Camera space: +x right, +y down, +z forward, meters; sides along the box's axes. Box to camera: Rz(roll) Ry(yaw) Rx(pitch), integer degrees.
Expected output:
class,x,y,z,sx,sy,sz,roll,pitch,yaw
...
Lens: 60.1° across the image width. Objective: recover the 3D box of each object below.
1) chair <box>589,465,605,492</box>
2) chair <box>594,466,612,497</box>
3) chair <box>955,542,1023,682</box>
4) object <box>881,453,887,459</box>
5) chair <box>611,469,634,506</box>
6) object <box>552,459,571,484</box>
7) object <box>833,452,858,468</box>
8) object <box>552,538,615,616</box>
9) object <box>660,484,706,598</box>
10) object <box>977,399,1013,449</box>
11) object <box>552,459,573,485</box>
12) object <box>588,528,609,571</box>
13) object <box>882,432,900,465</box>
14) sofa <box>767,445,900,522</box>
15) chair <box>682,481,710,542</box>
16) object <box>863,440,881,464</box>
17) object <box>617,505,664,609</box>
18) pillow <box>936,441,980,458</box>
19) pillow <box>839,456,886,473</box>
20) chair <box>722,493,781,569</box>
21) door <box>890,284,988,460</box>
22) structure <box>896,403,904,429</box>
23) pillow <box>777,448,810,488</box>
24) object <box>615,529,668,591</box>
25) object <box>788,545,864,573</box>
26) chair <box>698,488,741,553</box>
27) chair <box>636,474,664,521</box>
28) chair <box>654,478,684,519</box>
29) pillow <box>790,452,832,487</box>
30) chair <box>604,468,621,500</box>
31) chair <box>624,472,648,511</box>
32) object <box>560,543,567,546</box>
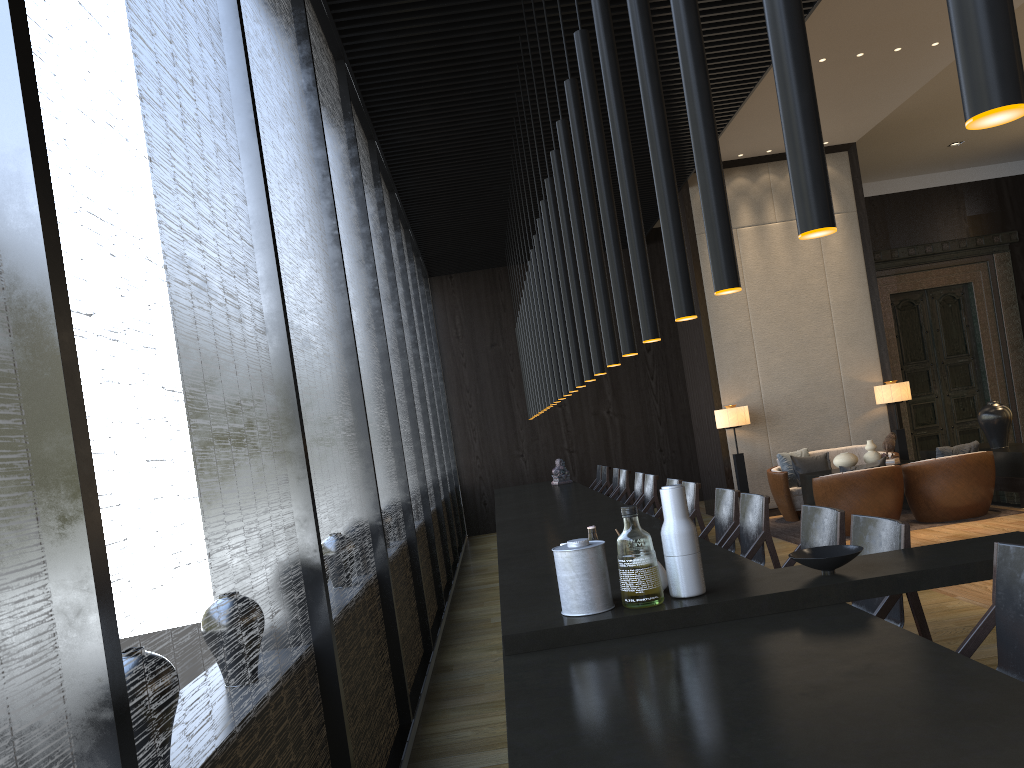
class,x,y,z,sx,sy,sz,roll,pitch,yaw
chair,1.052,1.530,11.916,0.563,0.826,0.526,-9,-1,-2
chair,1.065,1.491,11.341,0.563,0.826,0.526,-9,-1,-2
chair,1.270,0.874,2.311,0.563,0.826,0.526,-9,-1,-2
object,3.842,0.760,9.130,0.091,0.112,0.091,-7,-2,-39
chair,1.102,1.380,9.727,0.563,0.826,0.526,-9,-1,-2
object,0.606,1.105,11.271,0.210,0.313,0.163,-9,-1,23
object,3.439,0.794,9.124,0.244,0.168,0.246,-6,-4,-44
object,0.222,0.596,2.764,0.168,0.219,0.169,-8,-2,-6
object,0.524,0.487,2.764,0.113,0.344,0.113,-9,-1,-6
object,4.872,0.397,8.915,0.311,0.492,0.312,-8,-1,-13
object,0.608,1.090,11.020,0.207,0.310,0.162,-8,-1,-22
object,0.277,0.586,2.877,0.067,0.237,0.067,-9,-1,-8
object,3.828,0.654,8.994,0.175,0.309,0.228,-10,-2,44
sofa,3.570,1.081,9.852,1.448,0.693,0.603,-9,-2,-1
chair,1.175,1.160,6.499,0.563,0.826,0.526,-9,-1,-2
object,3.708,0.707,9.131,0.175,0.257,0.174,-9,-1,18
object,0.381,0.525,2.716,0.129,0.305,0.129,-8,-1,-16
pillow,4.041,0.718,8.030,0.399,0.362,0.222,-9,-1,-1
pillow,3.193,0.849,8.007,0.442,0.338,0.205,-9,-1,5
chair,1.211,1.051,4.912,0.563,0.826,0.526,-9,-1,-2
door,6.559,-0.129,13.585,1.287,2.695,0.052,-9,0,-1
structure,4.714,0.717,10.996,0.240,1.217,0.240,-9,0,-2
pillow,3.208,0.939,9.944,0.431,0.399,0.202,-8,-1,-23
object,0.433,0.573,2.885,0.135,0.217,0.136,-8,-1,-15
object,0.993,0.562,2.791,0.227,0.067,0.228,-9,-3,1
chair,1.198,1.091,5.487,0.563,0.826,0.526,-9,-1,-2
chair,1.138,1.270,8.113,0.563,0.826,0.526,-9,-1,-2
chair,1.162,1.199,7.074,0.563,0.826,0.526,-9,-1,-2
pillow,3.314,0.934,9.791,0.471,0.361,0.219,-8,-1,-5
chair,1.089,1.420,10.302,0.563,0.826,0.526,-9,-1,-2
chair,1.125,1.309,8.688,0.563,0.826,0.526,-9,-1,-2
object,0.186,0.623,2.914,0.056,0.197,0.056,-9,-1,0
